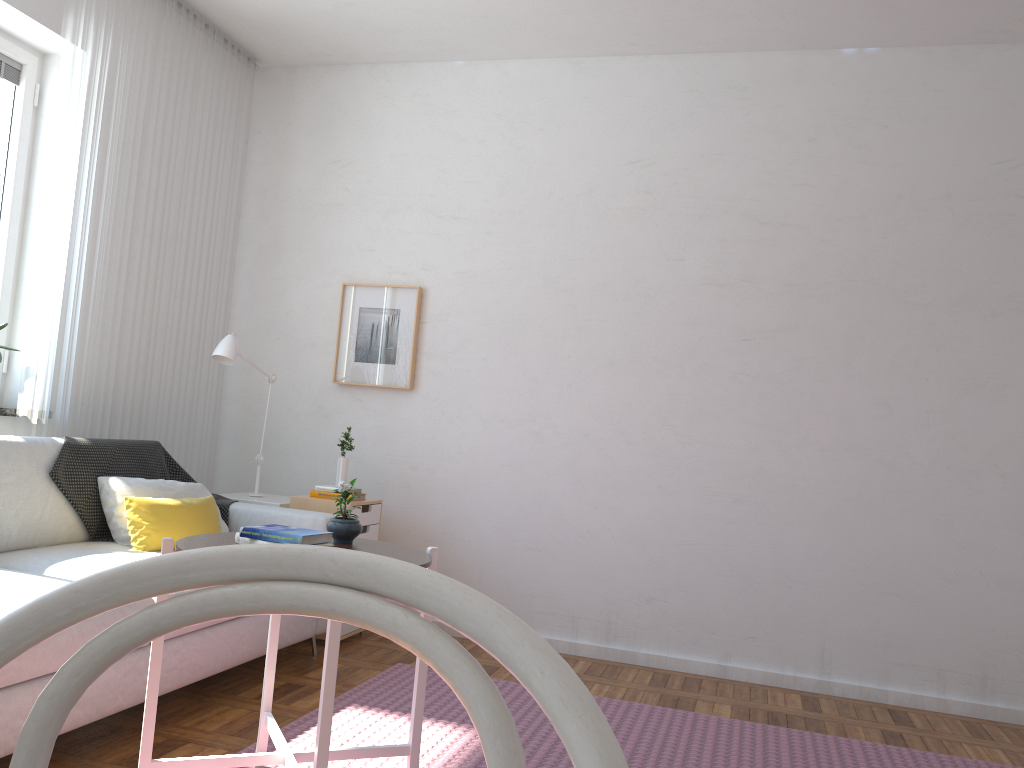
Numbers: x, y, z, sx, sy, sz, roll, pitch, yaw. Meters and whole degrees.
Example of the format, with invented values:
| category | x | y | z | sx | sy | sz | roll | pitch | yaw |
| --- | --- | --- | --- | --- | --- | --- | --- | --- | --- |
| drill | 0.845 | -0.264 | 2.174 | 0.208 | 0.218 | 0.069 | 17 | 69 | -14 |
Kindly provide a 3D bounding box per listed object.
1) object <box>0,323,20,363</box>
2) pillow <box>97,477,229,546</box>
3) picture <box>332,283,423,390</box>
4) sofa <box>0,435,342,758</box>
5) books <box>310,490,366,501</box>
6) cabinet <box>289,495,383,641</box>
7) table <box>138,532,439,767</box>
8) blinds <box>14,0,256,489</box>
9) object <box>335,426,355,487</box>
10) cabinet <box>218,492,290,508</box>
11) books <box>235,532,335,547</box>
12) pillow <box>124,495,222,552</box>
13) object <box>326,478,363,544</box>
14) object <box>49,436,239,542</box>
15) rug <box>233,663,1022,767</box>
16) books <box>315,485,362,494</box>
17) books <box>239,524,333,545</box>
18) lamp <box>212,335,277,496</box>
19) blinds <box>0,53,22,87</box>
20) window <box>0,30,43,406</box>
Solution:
| category | x | y | z | sx | sy | sz | roll | pitch | yaw |
| --- | --- | --- | --- | --- | --- | --- | --- | --- | --- |
| object | -2.120 | -0.148 | 3.396 | 0.340 | 0.443 | 0.286 | 5 | -3 | 4 |
| pillow | -1.383 | 0.512 | 3.564 | 0.301 | 0.259 | 0.533 | 3 | -4 | 30 |
| picture | -0.694 | -0.248 | 4.569 | 0.431 | 0.524 | 0.050 | 4 | -3 | 16 |
| sofa | -1.528 | 0.607 | 2.795 | 1.003 | 0.842 | 2.465 | 4 | -4 | 16 |
| books | -0.811 | 0.520 | 4.149 | 0.210 | 0.028 | 0.164 | 4 | -4 | 16 |
| cabinet | -0.843 | 0.853 | 4.135 | 0.301 | 0.642 | 0.349 | 4 | -3 | 16 |
| table | -0.535 | 0.736 | 2.184 | 0.617 | 0.687 | 0.618 | 4 | -3 | 14 |
| blinds | -1.686 | -0.360 | 4.084 | 0.055 | 2.884 | 1.294 | 4 | -3 | 16 |
| object | -0.781 | 0.340 | 4.146 | 0.085 | 0.287 | 0.082 | 4 | -3 | 22 |
| cabinet | -1.229 | 0.850 | 4.298 | 0.400 | 0.600 | 0.400 | 4 | -3 | 16 |
| books | -0.555 | 0.388 | 2.156 | 0.163 | 0.026 | 0.209 | 8 | -5 | -39 |
| pillow | -1.279 | 0.526 | 3.381 | 0.210 | 0.194 | 0.402 | 3 | -4 | 33 |
| object | -0.443 | 0.337 | 2.368 | 0.096 | 0.174 | 0.109 | 5 | -3 | -5 |
| object | -1.505 | 0.563 | 3.701 | 0.677 | 0.647 | 0.979 | 6 | -3 | -14 |
| rug | 0.325 | 1.159 | 2.240 | 2.365 | 0.008 | 2.460 | 4 | -4 | 16 |
| books | -0.809 | 0.493 | 4.144 | 0.175 | 0.024 | 0.136 | 4 | -4 | 16 |
| books | -0.541 | 0.363 | 2.136 | 0.174 | 0.024 | 0.136 | 4 | -4 | 21 |
| lamp | -0.800 | 0.379 | 2.141 | 0.332 | 1.345 | 4.594 | 6 | -4 | -14 |
| blinds | -2.434 | -1.403 | 2.331 | 0.015 | 0.098 | 2.848 | 4 | -4 | 16 |
| window | -2.456 | -0.783 | 2.293 | 0.151 | 1.509 | 3.024 | 4 | -3 | 16 |
